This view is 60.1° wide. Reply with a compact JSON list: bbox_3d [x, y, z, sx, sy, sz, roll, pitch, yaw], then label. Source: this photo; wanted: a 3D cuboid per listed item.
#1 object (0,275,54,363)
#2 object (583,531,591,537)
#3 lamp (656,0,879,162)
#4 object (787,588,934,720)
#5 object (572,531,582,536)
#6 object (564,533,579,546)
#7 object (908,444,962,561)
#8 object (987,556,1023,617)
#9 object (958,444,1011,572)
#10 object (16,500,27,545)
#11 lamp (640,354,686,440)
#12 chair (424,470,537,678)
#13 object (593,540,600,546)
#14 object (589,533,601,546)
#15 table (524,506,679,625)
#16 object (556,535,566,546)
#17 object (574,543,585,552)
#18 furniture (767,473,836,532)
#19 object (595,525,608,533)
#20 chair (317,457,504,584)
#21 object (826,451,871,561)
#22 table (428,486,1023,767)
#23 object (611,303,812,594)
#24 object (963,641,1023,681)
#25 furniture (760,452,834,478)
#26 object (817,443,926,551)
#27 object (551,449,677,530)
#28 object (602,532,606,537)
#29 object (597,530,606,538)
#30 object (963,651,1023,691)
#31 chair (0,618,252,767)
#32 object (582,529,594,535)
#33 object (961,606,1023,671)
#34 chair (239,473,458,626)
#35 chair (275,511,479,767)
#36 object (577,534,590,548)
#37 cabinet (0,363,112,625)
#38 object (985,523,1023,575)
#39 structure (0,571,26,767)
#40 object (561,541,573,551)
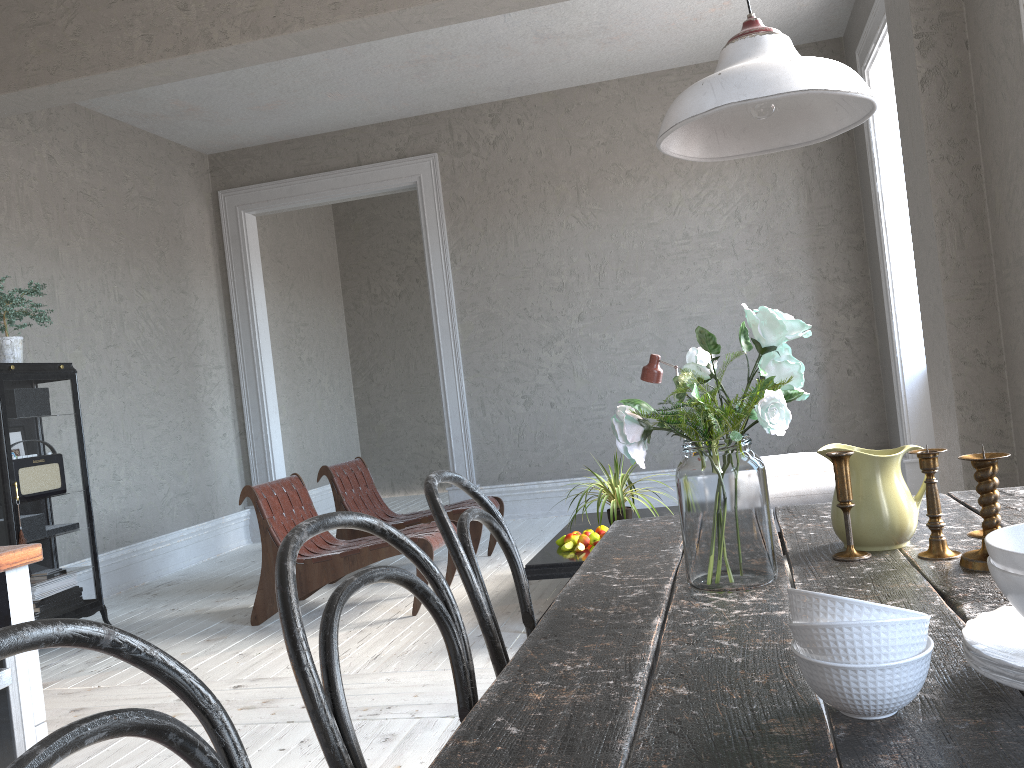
[{"bbox_3d":[-2.640,-0.346,4.642,0.407,0.506,0.405,-7,0,29],"label":"object"},{"bbox_3d":[0.349,0.712,4.098,0.056,0.058,0.058,-7,0,4],"label":"object"},{"bbox_3d":[0.336,-1.363,1.552,0.387,1.858,0.371,-7,0,-39],"label":"lamp"},{"bbox_3d":[0.320,0.238,0.813,0.122,0.119,0.130,-7,0,29],"label":"object"},{"bbox_3d":[0.298,0.718,4.150,0.056,0.058,0.057,-7,0,38],"label":"object"},{"bbox_3d":[0.277,0.717,4.067,0.073,0.064,0.077,-7,0,44],"label":"object"},{"bbox_3d":[0.639,0.176,1.344,0.061,0.172,0.063,-7,0,35],"label":"object"},{"bbox_3d":[0.539,0.205,0.810,0.179,0.094,0.180,-7,0,4],"label":"object"},{"bbox_3d":[0.679,0.171,1.260,0.096,0.172,0.095,-7,0,-6],"label":"object"},{"bbox_3d":[-2.418,0.685,4.353,0.041,0.234,0.044,-7,0,-30],"label":"object"},{"bbox_3d":[0.723,0.276,3.913,0.141,0.839,0.246,-7,0,-41],"label":"lamp"},{"bbox_3d":[0.165,0.592,1.648,0.545,0.920,0.441,-7,0,10],"label":"chair"},{"bbox_3d":[0.394,0.716,3.976,0.064,0.039,0.067,-7,0,19],"label":"object"},{"bbox_3d":[0.375,0.708,4.043,0.063,0.058,0.060,-7,0,-32],"label":"object"},{"bbox_3d":[0.631,0.860,4.322,0.841,0.303,1.322,-7,0,14],"label":"table"},{"bbox_3d":[0.234,0.728,4.117,0.058,0.053,0.060,-7,0,20],"label":"object"},{"bbox_3d":[0.298,0.728,3.942,0.047,0.036,0.062,-7,0,24],"label":"object"},{"bbox_3d":[1.330,0.679,4.038,0.578,0.476,0.835,-7,0,13],"label":"furniture"},{"bbox_3d":[0.429,0.698,4.170,0.069,0.066,0.071,-7,0,28],"label":"object"},{"bbox_3d":[-0.605,0.792,5.476,1.008,0.721,0.512,-7,0,12],"label":"chair"},{"bbox_3d":[0.529,0.191,1.404,0.058,0.167,0.060,-7,0,27],"label":"object"},{"bbox_3d":[0.476,0.649,1.017,0.896,0.735,1.937,-7,0,14],"label":"table"},{"bbox_3d":[0.307,0.092,1.323,0.309,0.414,0.253,-7,0,11],"label":"object"},{"bbox_3d":[0.544,0.249,0.810,0.240,0.027,0.234,-7,0,-19],"label":"object"},{"bbox_3d":[1.573,0.653,5.002,0.578,0.476,0.835,-7,0,13],"label":"furniture"},{"bbox_3d":[0.602,0.181,1.474,0.152,0.170,0.133,-7,0,-26],"label":"object"},{"bbox_3d":[0.489,0.522,4.372,0.718,0.420,0.675,-7,0,31],"label":"object"},{"bbox_3d":[0.438,0.702,4.039,0.057,0.058,0.058,-7,0,-4],"label":"object"},{"bbox_3d":[0.416,0.705,4.100,0.058,0.056,0.060,-7,0,0],"label":"object"},{"bbox_3d":[0.545,0.259,0.810,0.233,0.027,0.242,-7,0,31],"label":"object"},{"bbox_3d":[-0.099,0.621,0.654,0.545,0.920,0.441,-7,0,10],"label":"chair"},{"bbox_3d":[0.359,0.708,4.161,0.060,0.063,0.063,-7,0,45],"label":"object"},{"bbox_3d":[0.543,0.241,0.810,0.232,0.027,0.242,-7,0,36],"label":"object"},{"bbox_3d":[-0.817,0.814,4.637,1.008,0.721,0.512,-7,0,12],"label":"chair"},{"bbox_3d":[0.038,0.606,1.124,0.542,0.920,0.444,-7,0,20],"label":"chair"},{"bbox_3d":[0.322,0.713,4.008,0.060,0.062,0.063,-7,0,-5],"label":"object"},{"bbox_3d":[-2.525,0.636,4.637,0.345,1.471,0.624,-7,0,14],"label":"cabinet"},{"bbox_3d":[0.537,0.185,0.810,0.179,0.094,0.180,-7,0,4],"label":"object"},{"bbox_3d":[-1.284,0.708,1.466,0.613,0.623,0.628,-7,0,13],"label":"structure"},{"bbox_3d":[0.251,0.733,3.994,0.046,0.037,0.068,-7,0,40],"label":"object"}]
